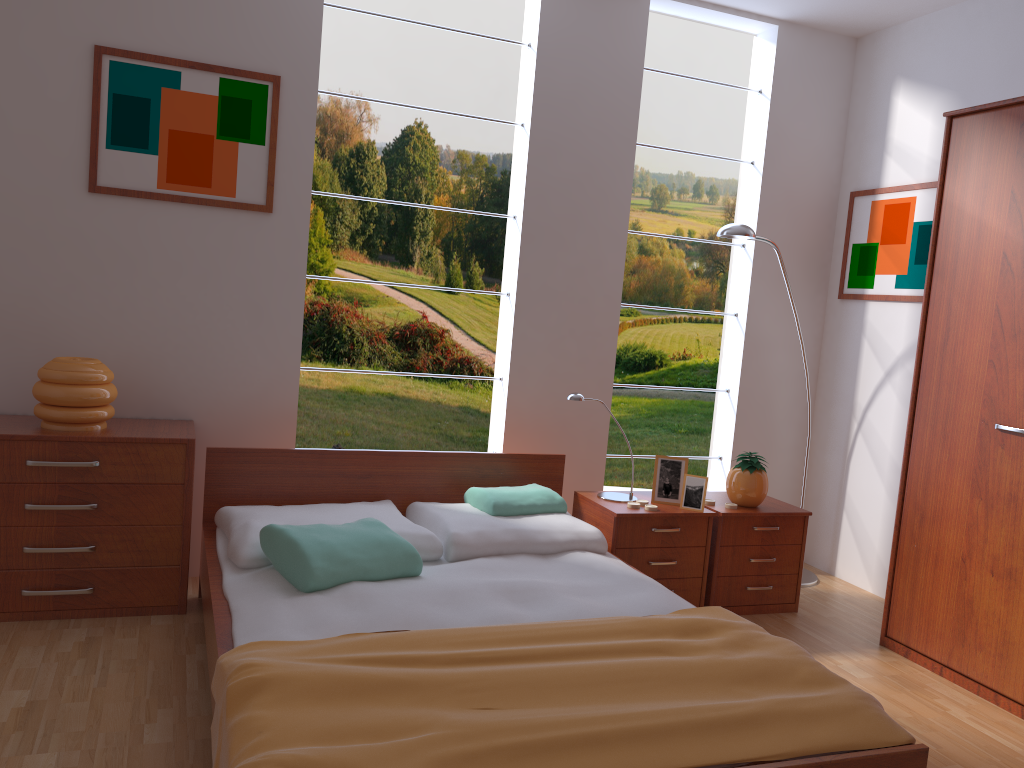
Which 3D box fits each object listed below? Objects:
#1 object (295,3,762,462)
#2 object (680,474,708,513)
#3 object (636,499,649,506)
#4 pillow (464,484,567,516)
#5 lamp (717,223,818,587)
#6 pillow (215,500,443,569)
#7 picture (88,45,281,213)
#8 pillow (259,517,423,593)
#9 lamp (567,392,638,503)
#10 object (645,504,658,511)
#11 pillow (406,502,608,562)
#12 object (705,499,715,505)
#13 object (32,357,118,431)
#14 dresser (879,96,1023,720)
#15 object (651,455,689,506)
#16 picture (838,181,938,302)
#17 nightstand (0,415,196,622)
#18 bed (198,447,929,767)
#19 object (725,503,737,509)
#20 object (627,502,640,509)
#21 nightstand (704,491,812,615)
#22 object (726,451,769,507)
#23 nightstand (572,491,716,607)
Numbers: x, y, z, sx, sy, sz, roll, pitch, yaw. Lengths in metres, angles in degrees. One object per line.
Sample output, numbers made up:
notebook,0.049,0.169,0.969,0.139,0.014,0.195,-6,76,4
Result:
object,0.182,-0.562,3.965,2.205,1.815,0.033,3,6,-21
object,0.714,0.427,3.478,0.094,0.137,0.027,7,6,24
object,0.515,0.471,3.506,0.049,0.018,0.049,1,6,-35
pillow,0.010,0.454,3.404,0.322,0.116,0.276,3,6,-24
lamp,1.184,0.123,4.000,0.387,1.603,0.799,9,7,41
pillow,-0.652,0.518,3.057,0.682,0.157,0.574,2,6,-27
picture,-1.206,-0.932,3.294,0.645,0.517,0.030,3,6,-21
pillow,-0.524,0.517,2.732,0.425,0.164,0.334,0,7,-45
lamp,0.371,0.251,3.519,0.337,0.421,0.163,2,6,-33
object,0.537,0.480,3.426,0.049,0.018,0.049,1,6,-35
pillow,-0.025,0.548,3.323,0.630,0.182,0.574,3,6,-23
object,0.807,0.485,3.630,0.049,0.018,0.049,1,6,-35
object,-1.506,0.032,3.060,0.264,0.244,0.264,5,5,-4
dresser,2.050,0.140,2.444,0.487,2.004,2.017,3,6,-21
object,0.633,0.387,3.556,0.131,0.191,0.037,6,5,9
picture,1.738,-0.633,4.008,0.030,0.517,0.645,3,6,-21
nightstand,-1.556,0.456,3.096,0.815,0.626,0.428,3,6,-21
bed,-0.048,0.656,2.607,1.632,0.560,1.990,3,6,-21
object,0.887,0.495,3.590,0.049,0.018,0.049,1,6,-35
object,0.473,0.473,3.444,0.049,0.018,0.049,1,6,-35
nightstand,0.942,0.714,3.749,0.439,0.442,0.377,3,6,-21
object,0.973,0.392,3.663,0.169,0.223,0.170,0,7,-42
nightstand,0.509,0.692,3.580,0.439,0.442,0.377,3,6,-21
